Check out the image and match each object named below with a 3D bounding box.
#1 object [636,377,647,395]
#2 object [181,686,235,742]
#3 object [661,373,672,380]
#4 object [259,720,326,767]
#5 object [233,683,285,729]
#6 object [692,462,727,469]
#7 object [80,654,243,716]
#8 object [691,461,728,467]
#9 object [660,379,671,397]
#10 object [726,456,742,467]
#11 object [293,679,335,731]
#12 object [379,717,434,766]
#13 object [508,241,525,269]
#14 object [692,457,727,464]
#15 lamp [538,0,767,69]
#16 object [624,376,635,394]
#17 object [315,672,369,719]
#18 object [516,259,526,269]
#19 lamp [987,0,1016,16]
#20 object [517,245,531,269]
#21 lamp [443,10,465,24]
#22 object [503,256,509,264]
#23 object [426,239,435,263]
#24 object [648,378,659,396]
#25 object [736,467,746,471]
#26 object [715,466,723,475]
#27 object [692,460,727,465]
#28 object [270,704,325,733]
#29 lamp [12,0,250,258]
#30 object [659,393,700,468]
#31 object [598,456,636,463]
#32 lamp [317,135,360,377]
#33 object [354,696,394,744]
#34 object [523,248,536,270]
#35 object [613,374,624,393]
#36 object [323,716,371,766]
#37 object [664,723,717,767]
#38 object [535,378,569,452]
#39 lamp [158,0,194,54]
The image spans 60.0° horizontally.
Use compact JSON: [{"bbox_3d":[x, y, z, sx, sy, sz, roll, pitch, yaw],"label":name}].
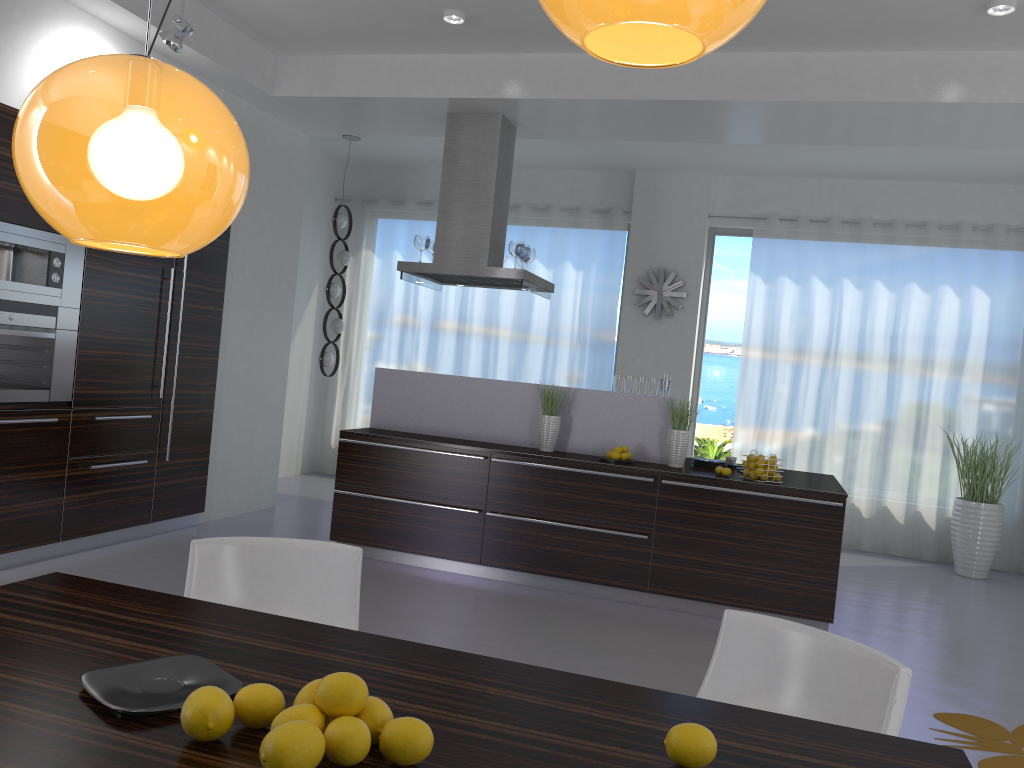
[{"bbox_3d":[0.878,0.013,6.033,0.071,0.119,0.072,5,1,-34],"label":"object"},{"bbox_3d":[-0.466,0.506,1.359,0.079,0.077,0.094,5,1,-10],"label":"object"},{"bbox_3d":[1.036,-0.010,5.987,0.071,0.119,0.072,5,1,-34],"label":"object"},{"bbox_3d":[-0.313,0.522,1.265,0.094,0.077,0.079,5,1,-30],"label":"object"},{"bbox_3d":[-0.406,0.515,1.419,0.083,0.068,0.070,6,1,20],"label":"object"},{"bbox_3d":[1.350,0.559,6.078,0.232,0.020,0.232,6,1,25],"label":"object"},{"bbox_3d":[-0.603,0.520,1.528,0.232,0.020,0.232,7,1,45],"label":"object"},{"bbox_3d":[1.351,0.549,6.078,0.232,0.020,0.232,6,1,25],"label":"object"},{"bbox_3d":[1.032,0.029,5.987,0.071,0.119,0.072,5,1,-34],"label":"object"},{"bbox_3d":[1.549,0.551,6.280,0.153,0.069,0.153,5,1,-40],"label":"object"},{"bbox_3d":[-0.310,0.518,1.428,0.076,0.080,0.094,6,1,18],"label":"object"},{"bbox_3d":[-0.160,0.540,1.342,0.083,0.068,0.070,6,1,20],"label":"object"},{"bbox_3d":[0.030,-0.935,6.518,0.125,0.221,0.125,7,1,41],"label":"object"},{"bbox_3d":[1.219,0.450,6.200,0.646,0.147,0.269,7,1,41],"label":"object"},{"bbox_3d":[0.262,-1.286,1.216,0.358,1.645,0.359,6,1,27],"label":"lamp"},{"bbox_3d":[0.800,0.005,6.056,0.071,0.119,0.072,5,1,-34],"label":"object"},{"bbox_3d":[-0.265,0.483,1.378,0.083,0.068,0.070,6,1,20],"label":"object"},{"bbox_3d":[0.080,-0.916,7.051,0.137,0.174,0.137,5,1,-19],"label":"object"},{"bbox_3d":[2.511,-1.934,4.550,0.132,0.035,0.132,5,1,-11],"label":"lamp"},{"bbox_3d":[0.073,-0.933,6.670,0.125,0.221,0.125,7,1,41],"label":"object"},{"bbox_3d":[-0.352,-2.232,5.394,0.132,0.035,0.132,5,1,-11],"label":"lamp"},{"bbox_3d":[-0.101,-0.935,7.105,0.137,0.174,0.137,5,1,-19],"label":"object"},{"bbox_3d":[-0.613,-1.004,6.847,0.125,0.221,0.125,7,1,41],"label":"object"},{"bbox_3d":[0.955,0.021,6.010,0.071,0.119,0.072,5,1,-34],"label":"object"},{"bbox_3d":[1.609,0.561,6.013,0.153,0.069,0.153,5,1,-10],"label":"object"},{"bbox_3d":[1.313,0.546,5.598,0.053,0.051,0.063,5,1,-15],"label":"object"},{"bbox_3d":[1.352,0.539,6.078,0.232,0.020,0.232,6,1,20],"label":"object"},{"bbox_3d":[-0.325,0.522,1.346,0.081,0.071,0.069,6,1,-7],"label":"object"},{"bbox_3d":[-0.536,-1.203,1.447,0.359,1.974,0.358,6,1,22],"label":"lamp"},{"bbox_3d":[1.102,0.295,5.782,0.269,0.502,0.247,5,1,-31],"label":"object"},{"bbox_3d":[0.684,0.496,5.810,0.232,0.020,0.232,6,1,25],"label":"object"},{"bbox_3d":[-1.707,-1.252,8.770,0.180,2.370,0.367,6,1,10],"label":"lamp"},{"bbox_3d":[-0.223,0.533,1.405,0.070,0.068,0.083,5,1,-15],"label":"object"},{"bbox_3d":[0.115,-0.931,6.811,0.125,0.221,0.125,7,1,41],"label":"object"},{"bbox_3d":[0.723,-0.003,6.078,0.072,0.119,0.071,5,1,-24],"label":"object"},{"bbox_3d":[-0.246,0.532,1.323,0.070,0.068,0.083,5,1,-15],"label":"object"},{"bbox_3d":[0.288,0.583,1.430,0.083,0.068,0.070,6,1,20],"label":"object"},{"bbox_3d":[0.247,0.207,6.008,0.269,0.502,0.247,6,1,17],"label":"object"},{"bbox_3d":[-1.760,-2.122,4.880,0.171,0.511,0.605,5,1,-42],"label":"lamp"}]
